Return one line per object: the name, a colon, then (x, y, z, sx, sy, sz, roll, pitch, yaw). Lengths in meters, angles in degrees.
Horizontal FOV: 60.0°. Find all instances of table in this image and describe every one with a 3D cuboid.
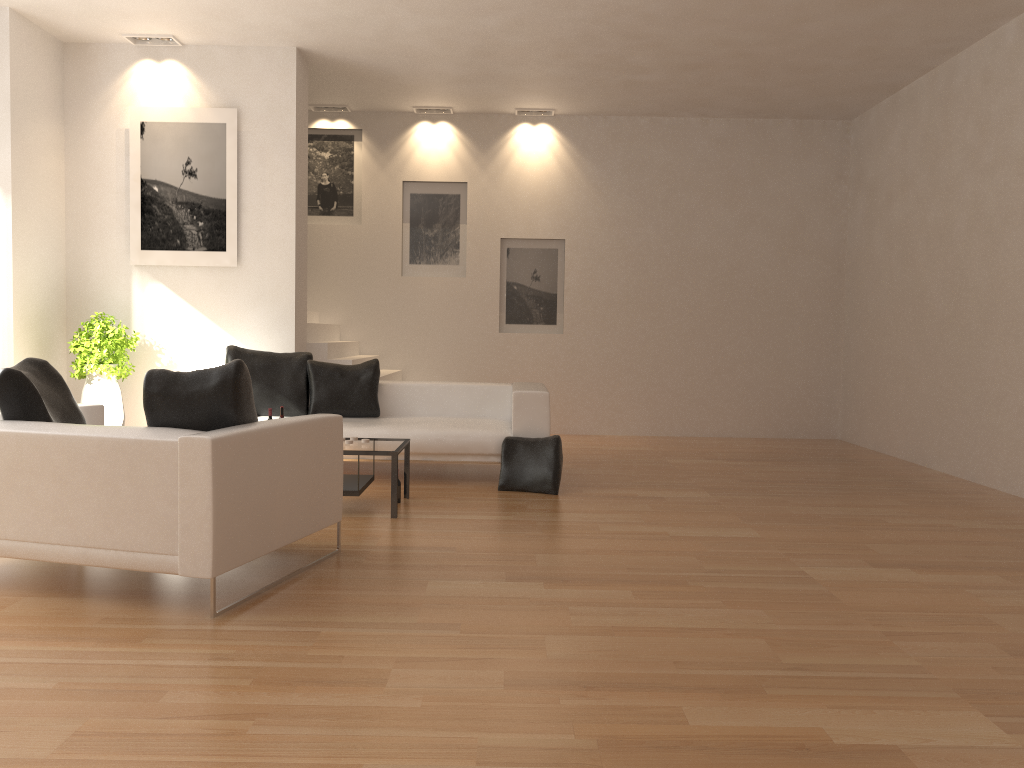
table: (-1.511, 0.626, 5.978, 1.566, 0.460, 0.709, 1, 3, 0)

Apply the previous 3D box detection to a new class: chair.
chair: (-1.845, 0.527, 4.396, 1.671, 0.761, 1.262, 2, 3, 15)

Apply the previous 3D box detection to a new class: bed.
bed: (-1.236, 0.365, 7.505, 3.075, 0.761, 1.262, 1, 3, 0)

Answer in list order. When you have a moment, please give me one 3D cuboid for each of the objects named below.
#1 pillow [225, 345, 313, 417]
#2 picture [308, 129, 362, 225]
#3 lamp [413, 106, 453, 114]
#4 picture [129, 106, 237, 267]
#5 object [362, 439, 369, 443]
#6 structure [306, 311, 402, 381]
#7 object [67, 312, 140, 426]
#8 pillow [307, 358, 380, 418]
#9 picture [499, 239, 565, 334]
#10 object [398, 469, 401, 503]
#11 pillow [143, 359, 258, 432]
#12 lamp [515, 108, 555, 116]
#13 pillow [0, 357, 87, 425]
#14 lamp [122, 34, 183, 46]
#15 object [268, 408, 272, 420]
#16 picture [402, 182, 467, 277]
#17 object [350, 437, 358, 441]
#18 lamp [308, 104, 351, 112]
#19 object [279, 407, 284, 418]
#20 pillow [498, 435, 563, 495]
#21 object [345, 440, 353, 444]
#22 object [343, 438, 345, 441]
pillow: (-2.096, 0.004, 7.628, 0.755, 0.666, 0.346, 0, 3, -14)
picture: (-2.151, -2.448, 10.480, 0.802, 1.155, 0.005, 1, 3, 0)
lamp: (-0.908, -3.235, 10.240, 0.446, 0.166, 0.243, 1, 3, 0)
picture: (-3.001, -1.800, 8.102, 0.979, 1.431, 0.004, 1, 3, 0)
object: (-0.992, 0.385, 6.008, 0.052, 0.021, 0.052, 0, 3, -23)
structure: (-2.807, -0.109, 9.624, 4.625, 1.403, 1.839, 1, 3, 0)
object: (-3.624, 0.021, 7.864, 0.570, 1.324, 0.631, 2, 3, 14)
pillow: (-1.447, 0.039, 7.652, 0.628, 0.524, 0.270, 0, 3, -17)
picture: (0.237, -1.159, 10.556, 0.802, 1.155, 0.005, 1, 3, 0)
object: (-0.800, 0.711, 6.152, 0.059, 0.244, 0.059, 0, 3, -24)
pillow: (-1.417, 0.212, 4.119, 0.506, 0.666, 0.324, 0, 3, -10)
lamp: (0.265, -3.213, 10.244, 0.446, 0.166, 0.243, 1, 3, 0)
pillow: (-2.375, 0.169, 4.463, 0.291, 0.598, 0.660, 0, 3, -11)
lamp: (-3.212, -3.148, 7.926, 0.446, 0.166, 0.243, 1, 3, 0)
object: (-1.598, 0.282, 5.863, 0.059, 0.244, 0.059, 1, 3, 0)
picture: (-0.917, -1.829, 10.516, 0.802, 1.155, 0.005, 1, 3, 0)
object: (-1.088, 0.377, 6.111, 0.052, 0.021, 0.052, 0, 3, -23)
lamp: (-2.099, -3.256, 10.237, 0.446, 0.166, 0.243, 1, 3, 0)
object: (-1.546, 0.277, 5.955, 0.057, 0.248, 0.057, 2, 3, 18)
pillow: (0.154, 0.617, 6.775, 0.503, 0.457, 0.340, 2, 3, 18)
object: (-1.088, 0.387, 5.928, 0.052, 0.021, 0.052, 2, 3, 22)
object: (-1.165, 0.379, 6.054, 0.052, 0.021, 0.052, 0, 3, -23)
